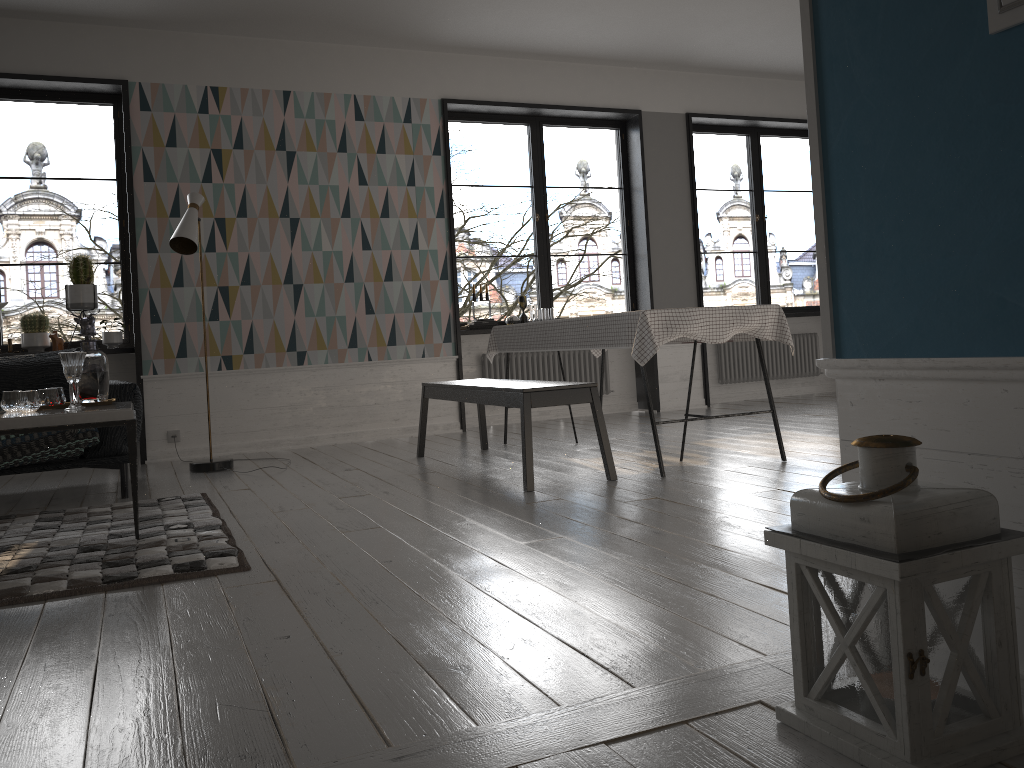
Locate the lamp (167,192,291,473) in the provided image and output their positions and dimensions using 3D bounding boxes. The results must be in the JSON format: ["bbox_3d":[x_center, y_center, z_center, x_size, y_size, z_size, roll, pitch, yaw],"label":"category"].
[{"bbox_3d":[-1.850,-0.339,5.700,0.681,1.704,1.244,-3,0,-25],"label":"lamp"}]

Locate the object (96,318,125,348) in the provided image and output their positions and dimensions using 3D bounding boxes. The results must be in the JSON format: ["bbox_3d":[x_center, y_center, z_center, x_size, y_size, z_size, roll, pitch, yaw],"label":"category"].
[{"bbox_3d":[-2.709,-0.345,5.987,0.171,0.204,0.246,-4,1,-21],"label":"object"}]

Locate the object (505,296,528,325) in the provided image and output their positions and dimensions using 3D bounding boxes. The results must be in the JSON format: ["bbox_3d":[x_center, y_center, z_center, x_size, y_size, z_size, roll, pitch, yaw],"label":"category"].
[{"bbox_3d":[0.038,-0.591,7.256,0.194,0.257,0.115,-3,-1,-13],"label":"object"}]

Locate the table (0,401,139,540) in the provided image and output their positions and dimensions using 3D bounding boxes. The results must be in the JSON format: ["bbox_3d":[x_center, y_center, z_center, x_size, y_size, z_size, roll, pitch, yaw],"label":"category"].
[{"bbox_3d":[-2.200,0.391,3.345,1.458,0.511,0.731,-4,2,-23],"label":"table"}]

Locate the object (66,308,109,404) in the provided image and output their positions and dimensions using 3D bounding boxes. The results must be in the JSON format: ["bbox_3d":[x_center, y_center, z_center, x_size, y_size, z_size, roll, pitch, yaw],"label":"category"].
[{"bbox_3d":[-1.807,-0.119,3.781,0.148,0.417,0.155,-3,-1,-4],"label":"object"}]

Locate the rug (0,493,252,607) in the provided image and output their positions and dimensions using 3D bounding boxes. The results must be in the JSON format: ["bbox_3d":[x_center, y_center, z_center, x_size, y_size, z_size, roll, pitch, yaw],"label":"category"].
[{"bbox_3d":[-2.331,0.650,3.106,2.530,0.034,1.768,-5,3,-23],"label":"rug"}]

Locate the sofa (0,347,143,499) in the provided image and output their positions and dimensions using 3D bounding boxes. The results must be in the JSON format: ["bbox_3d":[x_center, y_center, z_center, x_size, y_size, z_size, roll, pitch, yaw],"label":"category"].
[{"bbox_3d":[-3.121,0.260,4.431,2.344,0.798,0.969,-4,1,-24],"label":"sofa"}]

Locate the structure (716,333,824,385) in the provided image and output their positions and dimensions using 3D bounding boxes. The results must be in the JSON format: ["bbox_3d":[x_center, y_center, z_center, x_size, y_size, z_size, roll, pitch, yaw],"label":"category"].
[{"bbox_3d":[2.457,-0.249,8.433,1.225,0.428,0.148,-4,0,-25],"label":"structure"}]

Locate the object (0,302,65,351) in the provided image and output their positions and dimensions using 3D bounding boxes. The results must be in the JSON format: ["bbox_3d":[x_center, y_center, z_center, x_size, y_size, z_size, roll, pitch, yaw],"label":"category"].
[{"bbox_3d":[-3.320,-0.397,5.817,0.663,0.410,0.134,-4,-1,-22],"label":"object"}]

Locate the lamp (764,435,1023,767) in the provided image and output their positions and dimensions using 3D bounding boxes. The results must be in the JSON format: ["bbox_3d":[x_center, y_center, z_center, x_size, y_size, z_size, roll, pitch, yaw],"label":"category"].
[{"bbox_3d":[0.622,0.323,1.435,0.287,0.478,0.286,-3,0,-24],"label":"lamp"}]

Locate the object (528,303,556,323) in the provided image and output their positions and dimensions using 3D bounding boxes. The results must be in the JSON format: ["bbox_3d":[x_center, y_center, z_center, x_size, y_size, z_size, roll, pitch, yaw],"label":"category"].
[{"bbox_3d":[0.263,-0.577,7.362,0.268,0.192,0.153,-4,0,-23],"label":"object"}]

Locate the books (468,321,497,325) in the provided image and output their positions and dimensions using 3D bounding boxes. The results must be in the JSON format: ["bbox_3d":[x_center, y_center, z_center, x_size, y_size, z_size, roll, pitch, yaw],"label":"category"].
[{"bbox_3d":[-0.240,-0.492,7.137,0.198,0.022,0.162,-4,3,-22],"label":"books"}]

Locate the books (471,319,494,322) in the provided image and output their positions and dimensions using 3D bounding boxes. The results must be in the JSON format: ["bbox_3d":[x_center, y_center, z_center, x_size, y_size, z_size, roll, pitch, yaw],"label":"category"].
[{"bbox_3d":[-0.236,-0.512,7.135,0.154,0.017,0.123,-4,3,-22],"label":"books"}]

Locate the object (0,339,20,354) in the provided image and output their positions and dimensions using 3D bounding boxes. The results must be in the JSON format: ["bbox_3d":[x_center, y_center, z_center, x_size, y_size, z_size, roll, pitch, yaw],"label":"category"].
[{"bbox_3d":[-3.297,-0.247,5.811,0.123,0.099,0.123,-3,1,-1],"label":"object"}]

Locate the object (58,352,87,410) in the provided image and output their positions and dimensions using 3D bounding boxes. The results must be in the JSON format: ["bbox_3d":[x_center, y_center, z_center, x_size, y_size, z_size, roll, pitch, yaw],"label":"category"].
[{"bbox_3d":[-1.766,-0.014,3.566,0.082,0.227,0.167,-3,0,-12],"label":"object"}]

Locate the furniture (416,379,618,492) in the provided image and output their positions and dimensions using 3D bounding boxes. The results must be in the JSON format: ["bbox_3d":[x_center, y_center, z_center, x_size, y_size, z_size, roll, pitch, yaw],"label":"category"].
[{"bbox_3d":[-0.062,0.221,4.799,0.466,0.455,1.668,-4,2,-23],"label":"furniture"}]

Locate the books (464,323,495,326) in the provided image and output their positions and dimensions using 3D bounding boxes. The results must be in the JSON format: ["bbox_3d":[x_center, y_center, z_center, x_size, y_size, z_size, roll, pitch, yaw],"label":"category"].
[{"bbox_3d":[-0.263,-0.474,7.134,0.216,0.011,0.174,-4,3,-18],"label":"books"}]

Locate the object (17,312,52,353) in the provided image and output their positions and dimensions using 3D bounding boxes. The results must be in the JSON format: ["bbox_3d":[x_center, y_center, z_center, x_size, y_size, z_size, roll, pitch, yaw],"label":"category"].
[{"bbox_3d":[-3.191,-0.352,5.922,0.213,0.283,0.235,-3,0,41],"label":"object"}]

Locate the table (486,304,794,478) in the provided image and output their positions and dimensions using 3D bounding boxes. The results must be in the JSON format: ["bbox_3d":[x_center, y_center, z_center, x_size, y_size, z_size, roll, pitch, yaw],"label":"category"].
[{"bbox_3d":[0.639,-0.002,5.142,0.933,0.784,2.023,-4,2,-23],"label":"table"}]

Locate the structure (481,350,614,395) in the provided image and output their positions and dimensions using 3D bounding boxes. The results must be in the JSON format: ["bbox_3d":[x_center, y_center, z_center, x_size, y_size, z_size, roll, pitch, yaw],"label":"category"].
[{"bbox_3d":[0.306,-0.079,7.505,1.225,0.428,0.148,-4,0,-25],"label":"structure"}]

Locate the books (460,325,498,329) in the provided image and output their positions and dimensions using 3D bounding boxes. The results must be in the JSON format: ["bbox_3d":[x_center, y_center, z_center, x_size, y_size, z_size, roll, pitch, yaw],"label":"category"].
[{"bbox_3d":[-0.272,-0.459,7.134,0.272,0.019,0.183,-5,3,-24],"label":"books"}]

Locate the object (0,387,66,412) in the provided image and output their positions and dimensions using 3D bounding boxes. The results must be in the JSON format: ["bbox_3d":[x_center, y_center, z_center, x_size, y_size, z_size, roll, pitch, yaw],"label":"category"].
[{"bbox_3d":[-1.935,0.065,3.640,0.278,0.087,0.247,-1,3,45],"label":"object"}]

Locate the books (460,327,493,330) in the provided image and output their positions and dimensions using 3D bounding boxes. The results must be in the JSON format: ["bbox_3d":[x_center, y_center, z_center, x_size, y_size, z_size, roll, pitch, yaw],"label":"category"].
[{"bbox_3d":[-0.270,-0.444,7.126,0.268,0.011,0.161,-4,3,-20],"label":"books"}]

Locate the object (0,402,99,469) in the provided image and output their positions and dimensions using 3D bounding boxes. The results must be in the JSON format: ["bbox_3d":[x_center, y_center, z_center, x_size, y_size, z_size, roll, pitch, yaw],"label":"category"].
[{"bbox_3d":[-2.450,0.245,4.402,0.667,0.329,0.489,-4,2,-28],"label":"object"}]

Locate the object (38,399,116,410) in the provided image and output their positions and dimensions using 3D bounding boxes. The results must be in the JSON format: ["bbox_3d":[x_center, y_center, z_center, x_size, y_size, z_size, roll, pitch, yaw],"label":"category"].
[{"bbox_3d":[-1.849,0.086,3.741,0.318,0.015,0.246,-5,3,-23],"label":"object"}]

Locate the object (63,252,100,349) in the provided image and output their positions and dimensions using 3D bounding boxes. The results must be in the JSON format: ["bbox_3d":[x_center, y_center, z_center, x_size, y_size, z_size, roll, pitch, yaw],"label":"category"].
[{"bbox_3d":[-2.891,-0.565,5.947,0.228,0.671,0.236,-4,-1,37],"label":"object"}]
